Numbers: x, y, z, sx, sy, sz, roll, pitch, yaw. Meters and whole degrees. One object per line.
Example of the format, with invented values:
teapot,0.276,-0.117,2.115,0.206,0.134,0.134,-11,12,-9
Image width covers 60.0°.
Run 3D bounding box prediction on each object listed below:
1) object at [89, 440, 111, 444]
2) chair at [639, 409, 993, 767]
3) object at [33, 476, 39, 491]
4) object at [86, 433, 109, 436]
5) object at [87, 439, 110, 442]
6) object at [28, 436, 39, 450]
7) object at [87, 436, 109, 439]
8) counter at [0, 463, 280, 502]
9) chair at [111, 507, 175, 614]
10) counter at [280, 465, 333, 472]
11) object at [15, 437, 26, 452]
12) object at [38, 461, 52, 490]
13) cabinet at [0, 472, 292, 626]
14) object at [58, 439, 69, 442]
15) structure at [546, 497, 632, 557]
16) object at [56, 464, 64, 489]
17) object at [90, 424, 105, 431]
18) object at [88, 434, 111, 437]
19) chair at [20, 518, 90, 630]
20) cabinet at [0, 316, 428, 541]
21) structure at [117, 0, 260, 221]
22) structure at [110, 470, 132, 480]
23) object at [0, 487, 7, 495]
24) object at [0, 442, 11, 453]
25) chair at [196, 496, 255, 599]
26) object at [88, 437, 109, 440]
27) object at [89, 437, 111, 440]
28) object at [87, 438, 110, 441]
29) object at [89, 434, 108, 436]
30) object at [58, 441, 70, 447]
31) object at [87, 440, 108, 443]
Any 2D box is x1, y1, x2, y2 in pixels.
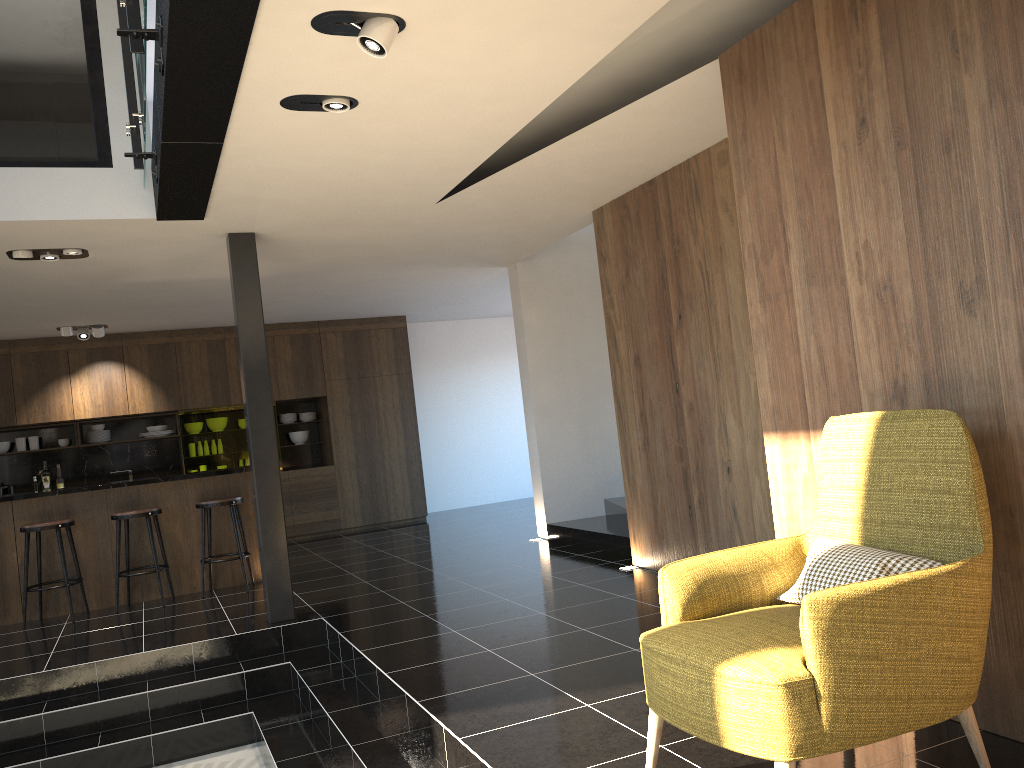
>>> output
object,-5.001,0.709,10.745,0.269,0.024,0.269,-7,-2,15
chair,0.927,0.670,2.745,1.030,1.097,0.808,-6,-2,-24
object,-5.617,1.231,10.461,0.057,0.287,0.058,-6,-1,-10
object,-5.011,0.619,10.747,0.269,0.024,0.269,-7,-2,15
object,-5.002,0.693,10.745,0.269,0.024,0.269,-7,-2,15
object,-5.602,0.697,10.393,0.109,0.161,0.109,-6,-2,-10
object,-5.007,0.654,10.746,0.269,0.024,0.269,-7,-2,15
counter,-3.845,0.916,7.555,3.571,0.041,0.699,-6,-2,-23
chair,-3.075,1.444,7.355,0.412,0.799,0.413,-6,-2,-14
counter,-4.511,1.261,10.661,4.589,0.005,0.863,-6,-2,-23
object,-5.725,0.709,10.341,0.109,0.161,0.109,-5,-2,-40
object,-5.536,1.141,10.505,0.133,0.451,0.116,-6,-1,-23
cabinet,-3.785,1.431,7.543,3.562,0.993,0.699,-6,-2,-23
object,-5.323,0.691,10.535,0.122,0.072,0.122,-7,-2,2
structure,2.357,-0.336,5.885,1.963,3.016,6.668,-6,-2,-23
object,-5.390,1.155,10.573,0.077,0.395,0.077,-7,-1,19
object,-5.022,0.541,10.747,0.168,0.087,0.168,-6,-2,-3
object,-5.009,0.638,10.746,0.269,0.024,0.269,-7,-2,15
chair,-3.680,1.503,7.099,0.412,0.799,0.413,-6,-2,-14
cabinet,-4.567,0.778,10.666,6.889,2.689,0.870,-6,-2,-23
structure,-1.738,-0.008,1.680,3.445,4.867,7.286,-6,-2,-24
structure,-4.605,1.146,10.477,0.242,0.231,0.174,-6,-2,-23
object,-5.848,1.235,9.920,0.279,0.218,0.300,-7,-2,10
object,-5.937,0.748,10.275,0.234,0.138,0.234,-6,-2,-3
chair,-2.470,1.386,7.611,0.412,0.799,0.413,-6,-2,-14
object,-5.005,0.665,10.746,0.269,0.024,0.269,-7,-2,15
object,-5.004,0.674,10.745,0.269,0.024,0.269,-7,-2,15
object,-5.004,0.682,10.745,0.269,0.024,0.269,-7,-2,15
object,-5.010,0.627,10.747,0.269,0.024,0.269,-7,-2,15
object,-5.320,0.715,10.535,0.122,0.072,0.122,-7,-2,2
object,-5.001,0.702,10.745,0.269,0.024,0.269,-7,-2,15
